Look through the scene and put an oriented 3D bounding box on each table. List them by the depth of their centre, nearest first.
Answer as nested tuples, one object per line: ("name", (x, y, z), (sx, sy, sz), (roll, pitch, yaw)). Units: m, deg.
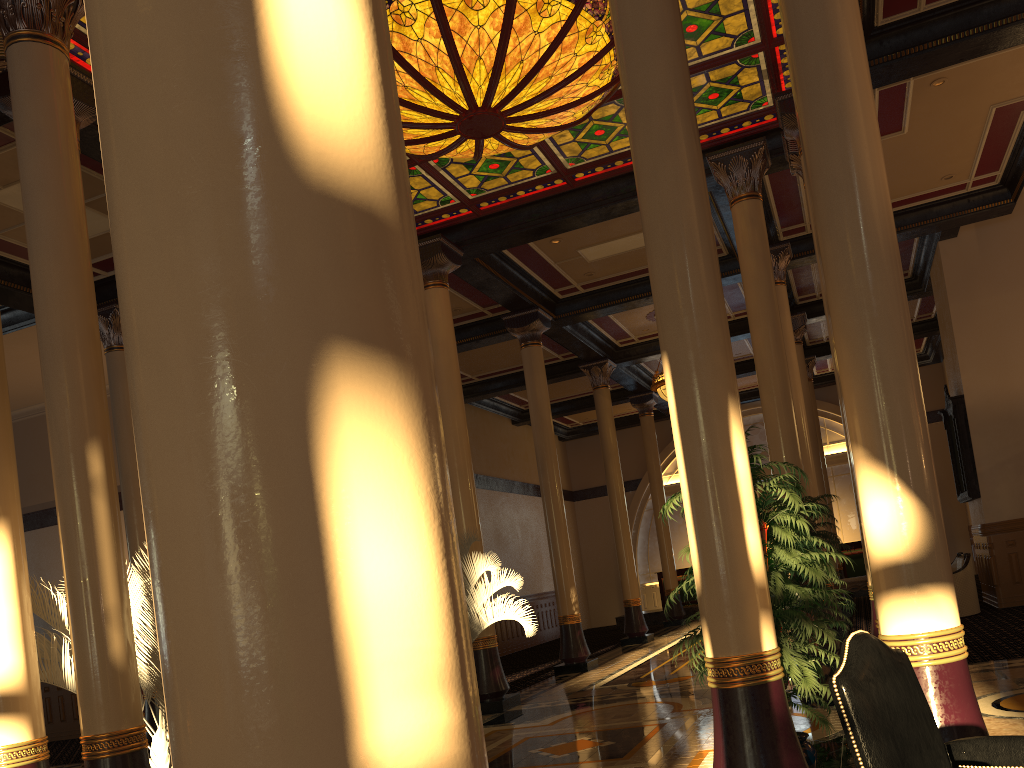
("table", (5.637, 3.443, 13.731), (1.090, 0.762, 1.691), (-12, -12, 19))

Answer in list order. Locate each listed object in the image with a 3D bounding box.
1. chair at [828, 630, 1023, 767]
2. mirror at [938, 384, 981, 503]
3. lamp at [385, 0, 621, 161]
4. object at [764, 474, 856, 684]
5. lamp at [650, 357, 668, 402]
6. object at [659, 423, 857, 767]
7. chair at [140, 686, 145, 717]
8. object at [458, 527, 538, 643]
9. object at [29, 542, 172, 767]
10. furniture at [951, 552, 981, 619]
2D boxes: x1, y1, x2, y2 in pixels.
("chair", (1.379, 1.210, 2.435), (0.730, 1.087, 0.764), (-13, -8, 33))
("mirror", (7.435, 0.980, 14.535), (0.252, 1.965, 1.833), (-10, -8, 20))
("lamp", (-0.318, -2.599, 7.795), (2.954, 0.594, 3.103), (-13, -14, 16))
("object", (2.970, 2.003, 8.887), (1.028, 2.129, 1.101), (-9, -5, 8))
("lamp", (3.143, -0.390, 16.400), (1.175, 1.887, 1.221), (-10, -6, 13))
("object", (1.431, 1.279, 4.949), (1.099, 2.129, 1.029), (-7, -6, -22))
("chair", (-5.648, 5.187, 13.880), (0.632, 0.910, 0.707), (-14, -9, 39))
("object", (-0.542, 2.845, 10.355), (1.795, 2.248, 2.140), (-12, -9, 22))
("object", (-2.460, 2.203, 6.464), (2.038, 2.234, 1.856), (-10, -7, 7))
("furniture", (6.925, 3.221, 13.913), (0.796, 0.931, 2.242), (-11, -12, 19))
